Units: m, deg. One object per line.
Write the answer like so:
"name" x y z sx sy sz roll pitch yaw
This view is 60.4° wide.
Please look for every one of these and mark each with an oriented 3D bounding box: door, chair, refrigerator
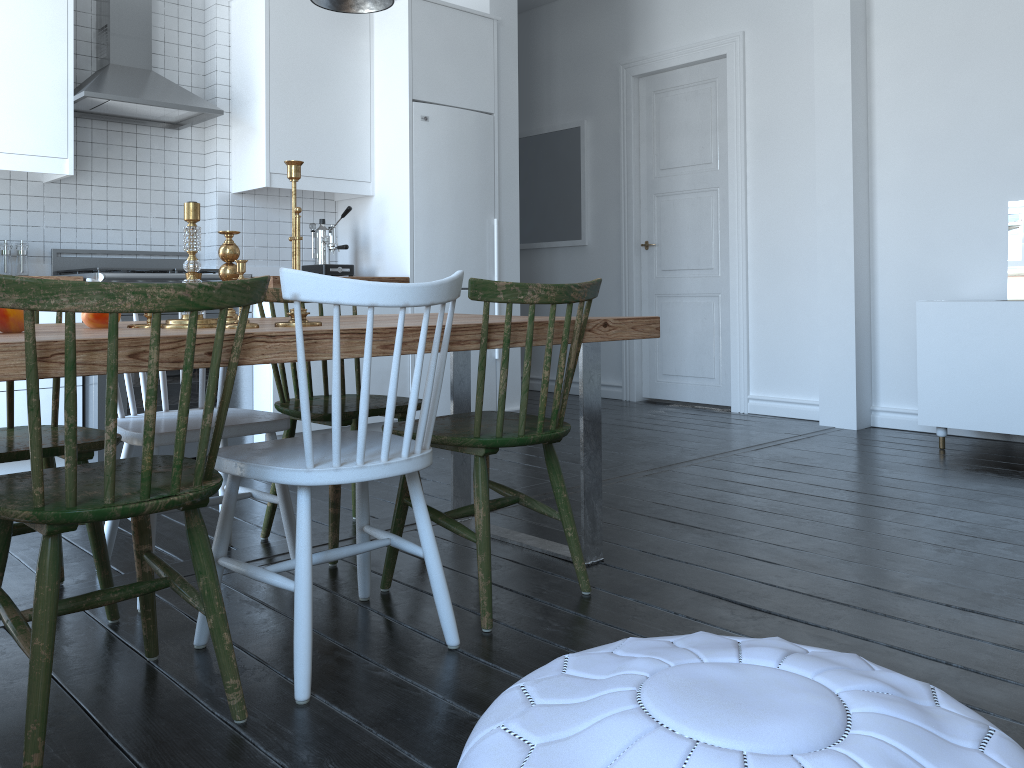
"door" 1.189 -1.088 6.100 0.116 2.477 1.041 0 -1 -43
"chair" -0.053 0.137 2.314 0.468 0.828 0.485 -1 1 -44
"chair" -0.380 0.169 1.959 0.467 0.843 0.510 -1 1 -43
"chair" -0.931 0.114 2.537 0.467 0.843 0.510 -1 1 -43
"refrigerator" -0.504 -0.625 5.024 0.576 1.803 0.681 0 0 -43
"chair" -0.560 0.086 2.860 0.468 0.828 0.485 -1 1 -44
"chair" -1.258 0.161 2.182 0.468 0.828 0.485 -1 1 -44
"chair" -0.751 0.213 1.636 0.468 0.828 0.485 -1 1 -44

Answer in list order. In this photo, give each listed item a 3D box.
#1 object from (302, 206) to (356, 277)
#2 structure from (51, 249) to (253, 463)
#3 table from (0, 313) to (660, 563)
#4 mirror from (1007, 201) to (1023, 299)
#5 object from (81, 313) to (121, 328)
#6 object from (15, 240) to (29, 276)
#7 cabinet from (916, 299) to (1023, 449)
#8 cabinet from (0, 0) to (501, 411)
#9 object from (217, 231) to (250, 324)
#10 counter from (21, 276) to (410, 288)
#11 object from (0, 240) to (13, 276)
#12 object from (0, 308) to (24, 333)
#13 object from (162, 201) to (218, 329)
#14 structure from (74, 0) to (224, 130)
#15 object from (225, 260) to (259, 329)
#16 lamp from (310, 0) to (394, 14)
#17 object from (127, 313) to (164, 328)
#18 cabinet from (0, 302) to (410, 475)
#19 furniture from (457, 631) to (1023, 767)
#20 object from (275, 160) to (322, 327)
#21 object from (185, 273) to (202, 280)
"object" -0.948 -0.746 4.665 0.206 0.370 0.353 -1 2 -43
"structure" -1.694 -0.136 4.166 0.701 1.020 0.722 -2 2 -43
"table" -0.723 0.212 2.171 2.232 0.716 1.019 -5 6 -43
"mirror" 2.800 -0.668 4.292 0.054 0.502 0.697 0 2 -43
"object" -1.008 -0.175 2.162 0.089 0.084 0.085 -2 3 -30
"object" -2.253 -0.574 4.048 0.059 0.173 0.059 0 0 -29
"cabinet" 2.598 -0.024 4.089 0.591 0.735 1.202 -2 4 -43
"cabinet" -1.739 -0.804 4.096 3.797 2.372 0.779 -4 2 -39
"object" -0.739 -0.275 2.301 0.101 0.248 0.100 -1 0 -19
"counter" -1.953 -0.432 3.846 3.107 0.073 0.848 -6 8 -43
"object" -2.312 -0.571 4.021 0.059 0.173 0.059 0 0 -29
"object" -1.105 -0.154 1.941 0.083 0.088 0.091 -1 3 -17
"object" -0.782 -0.291 2.155 0.140 0.311 0.140 -1 0 -1
"structure" -1.807 -1.945 4.234 0.634 1.306 0.528 -1 0 -43
"object" -0.633 -0.209 2.058 0.080 0.160 0.080 0 0 4
"lamp" -0.738 -2.229 4.051 0.385 0.940 0.385 -1 0 -34
"object" -0.907 -0.196 2.200 0.102 0.114 0.103 1 3 33
"cabinet" -1.984 -0.003 3.886 3.189 0.814 0.730 -4 4 -35
"furniture" 0.232 0.516 0.885 0.615 0.419 0.611 3 5 41
"object" -0.527 -0.345 2.170 0.113 0.411 0.113 -1 0 9
"object" -0.833 -0.220 2.305 0.049 0.139 0.049 0 0 -43
